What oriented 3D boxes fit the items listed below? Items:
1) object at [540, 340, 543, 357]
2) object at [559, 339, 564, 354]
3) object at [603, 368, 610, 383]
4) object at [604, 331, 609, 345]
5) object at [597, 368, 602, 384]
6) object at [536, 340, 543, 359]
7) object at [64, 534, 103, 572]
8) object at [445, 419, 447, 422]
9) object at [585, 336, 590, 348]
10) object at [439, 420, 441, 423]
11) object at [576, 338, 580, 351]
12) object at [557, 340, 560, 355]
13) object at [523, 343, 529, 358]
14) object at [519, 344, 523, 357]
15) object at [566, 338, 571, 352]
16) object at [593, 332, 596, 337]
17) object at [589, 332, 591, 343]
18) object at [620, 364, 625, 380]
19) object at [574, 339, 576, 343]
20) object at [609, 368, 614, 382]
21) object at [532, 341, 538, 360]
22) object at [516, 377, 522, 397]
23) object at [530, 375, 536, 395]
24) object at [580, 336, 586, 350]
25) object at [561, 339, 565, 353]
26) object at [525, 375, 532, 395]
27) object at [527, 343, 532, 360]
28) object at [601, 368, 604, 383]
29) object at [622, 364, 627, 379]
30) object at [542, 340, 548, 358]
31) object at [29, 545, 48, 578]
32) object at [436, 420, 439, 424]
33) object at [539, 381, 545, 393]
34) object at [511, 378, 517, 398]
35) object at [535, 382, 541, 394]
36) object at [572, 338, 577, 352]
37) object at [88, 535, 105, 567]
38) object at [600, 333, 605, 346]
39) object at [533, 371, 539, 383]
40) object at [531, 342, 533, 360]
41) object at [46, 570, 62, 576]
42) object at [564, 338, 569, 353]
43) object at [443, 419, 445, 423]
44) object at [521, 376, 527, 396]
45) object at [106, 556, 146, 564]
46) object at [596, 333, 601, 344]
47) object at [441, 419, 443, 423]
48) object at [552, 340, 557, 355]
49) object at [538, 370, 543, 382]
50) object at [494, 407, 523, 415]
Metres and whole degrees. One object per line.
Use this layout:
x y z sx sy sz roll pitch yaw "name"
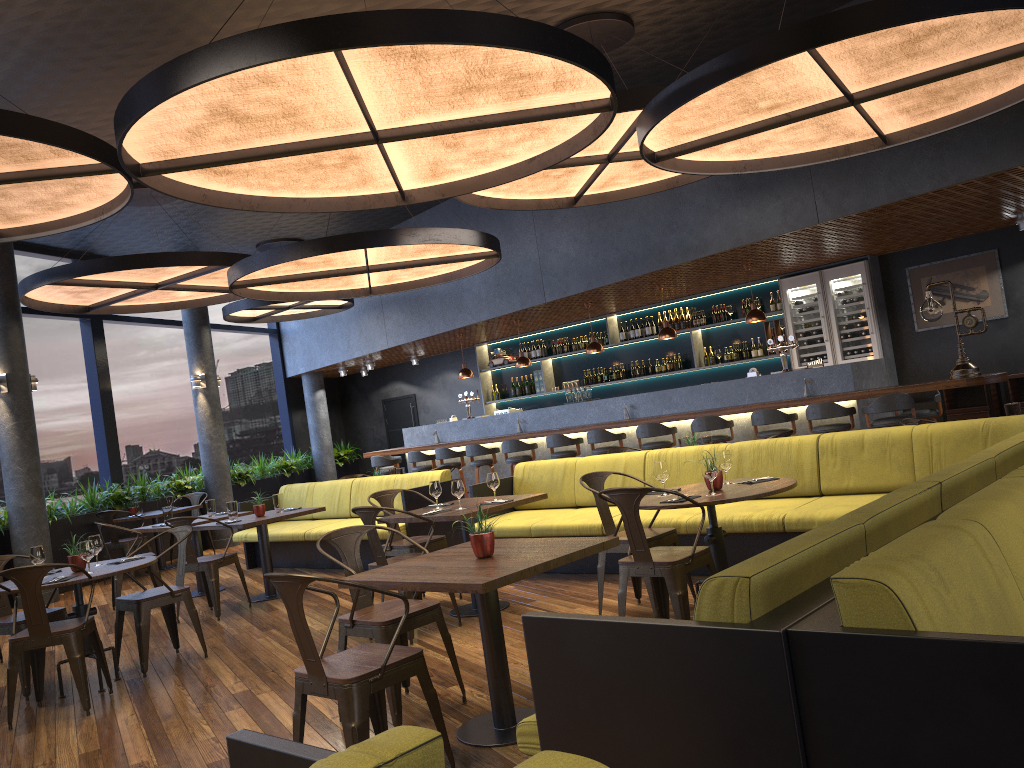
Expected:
0.512 -0.590 14.940 0.085 0.310 0.086 -8 -2 -7 "object"
0.800 -0.615 14.580 0.063 0.254 0.063 -9 -2 14 "object"
1.488 -0.134 14.035 0.088 0.224 0.088 -7 -2 -33 "object"
1.489 -0.722 13.941 0.088 0.224 0.088 -7 -2 -33 "object"
1.397 -0.131 14.167 0.063 0.254 0.063 -8 -2 -20 "object"
0.449 -0.583 14.870 0.085 0.310 0.086 -8 -2 -14 "object"
-2.866 1.098 5.850 0.260 0.271 0.238 -8 -2 -9 "object"
-1.099 0.610 14.728 0.042 0.059 0.042 -10 -3 40 "object"
1.207 -0.667 14.345 0.088 0.224 0.088 -10 -2 37 "object"
-1.192 0.619 14.618 0.042 0.059 0.042 -10 -3 40 "object"
1.075 -0.642 14.410 0.068 0.217 0.068 -7 -2 -28 "object"
0.777 -0.607 14.708 0.063 0.254 0.063 -9 -2 19 "object"
0.224 -0.544 15.073 0.085 0.310 0.086 -8 -2 -21 "object"
0.158 -0.532 15.137 0.085 0.310 0.086 -8 -2 -14 "object"
0.925 -0.633 14.588 0.063 0.254 0.063 -8 -2 -10 "object"
1.331 -0.705 14.212 0.063 0.254 0.063 -8 -2 -20 "object"
1.263 -0.697 14.154 0.063 0.254 0.063 -8 -2 0 "object"
1.713 -0.189 13.824 0.063 0.254 0.063 -8 -2 -6 "object"
1.034 -0.634 14.485 0.068 0.217 0.068 -6 -3 -43 "object"
1.584 -0.145 14.100 0.088 0.224 0.088 -9 -2 17 "object"
0.375 -0.570 14.940 0.085 0.310 0.086 -7 -2 -29 "object"
0.106 0.050 15.255 0.094 0.340 0.094 -7 -2 -34 "object"
0.352 0.011 15.183 0.094 0.340 0.094 -7 -2 -26 "object"
1.130 -0.658 14.272 0.088 0.224 0.088 -10 -2 37 "object"
0.846 -0.619 14.649 0.063 0.254 0.063 -9 -2 14 "object"
0.267 0.022 15.121 0.094 0.340 0.094 -8 -2 -8 "object"
0.291 -0.551 15.140 0.085 0.310 0.086 -7 -2 -37 "object"
1.454 -0.137 14.235 0.063 0.254 0.063 -9 -2 14 "object"
1.751 -0.192 13.900 0.063 0.254 0.063 -9 -2 14 "object"
0.540 -0.581 14.795 0.083 0.301 0.083 -7 -3 -41 "object"
-3.099 1.166 5.804 0.097 0.206 0.097 -8 -2 -6 "object"
-1.224 0.623 14.583 0.042 0.059 0.042 -10 -3 40 "object"
0.533 0.051 14.897 0.098 0.192 0.080 -10 -3 42 "object"
0.025 0.063 15.311 0.094 0.340 0.094 -7 -2 -26 "object"
0.460 0.064 14.965 0.098 0.192 0.080 -10 -3 42 "object"
1.007 -0.635 14.347 0.068 0.217 0.068 -10 -2 32 "object"
-2.838 1.137 6.051 0.097 0.206 0.097 -9 -2 14 "object"
1.431 -0.706 14.083 0.068 0.217 0.068 -6 -3 -43 "object"
0.433 -0.126 14.972 0.098 0.192 0.080 -10 -3 42 "object"
0.360 -0.563 15.073 0.085 0.310 0.086 -8 -2 -21 "object"
-3.146 1.273 5.964 0.255 0.019 0.157 -9 -2 20 "object"
0.878 -0.629 14.483 0.063 0.254 0.063 -7 -2 -30 "object"
-1.134 0.614 14.691 0.042 0.059 0.042 -10 -3 40 "object"
0.194 0.039 15.314 0.094 0.340 0.094 -7 -2 -26 "object"
-2.652 1.204 6.049 0.157 0.019 0.255 -10 -3 41 "object"
1.364 -0.698 14.019 0.068 0.217 0.068 -9 -2 27 "object"
-1.155 0.615 14.645 0.042 0.059 0.042 -10 -3 40 "object"
0.697 -0.598 14.636 0.063 0.254 0.063 -9 -2 24 "object"
0.506 -0.139 14.903 0.098 0.192 0.080 -10 -3 42 "object"
-0.090 0.699 15.347 0.355 0.569 0.550 -10 -3 42 "object"
